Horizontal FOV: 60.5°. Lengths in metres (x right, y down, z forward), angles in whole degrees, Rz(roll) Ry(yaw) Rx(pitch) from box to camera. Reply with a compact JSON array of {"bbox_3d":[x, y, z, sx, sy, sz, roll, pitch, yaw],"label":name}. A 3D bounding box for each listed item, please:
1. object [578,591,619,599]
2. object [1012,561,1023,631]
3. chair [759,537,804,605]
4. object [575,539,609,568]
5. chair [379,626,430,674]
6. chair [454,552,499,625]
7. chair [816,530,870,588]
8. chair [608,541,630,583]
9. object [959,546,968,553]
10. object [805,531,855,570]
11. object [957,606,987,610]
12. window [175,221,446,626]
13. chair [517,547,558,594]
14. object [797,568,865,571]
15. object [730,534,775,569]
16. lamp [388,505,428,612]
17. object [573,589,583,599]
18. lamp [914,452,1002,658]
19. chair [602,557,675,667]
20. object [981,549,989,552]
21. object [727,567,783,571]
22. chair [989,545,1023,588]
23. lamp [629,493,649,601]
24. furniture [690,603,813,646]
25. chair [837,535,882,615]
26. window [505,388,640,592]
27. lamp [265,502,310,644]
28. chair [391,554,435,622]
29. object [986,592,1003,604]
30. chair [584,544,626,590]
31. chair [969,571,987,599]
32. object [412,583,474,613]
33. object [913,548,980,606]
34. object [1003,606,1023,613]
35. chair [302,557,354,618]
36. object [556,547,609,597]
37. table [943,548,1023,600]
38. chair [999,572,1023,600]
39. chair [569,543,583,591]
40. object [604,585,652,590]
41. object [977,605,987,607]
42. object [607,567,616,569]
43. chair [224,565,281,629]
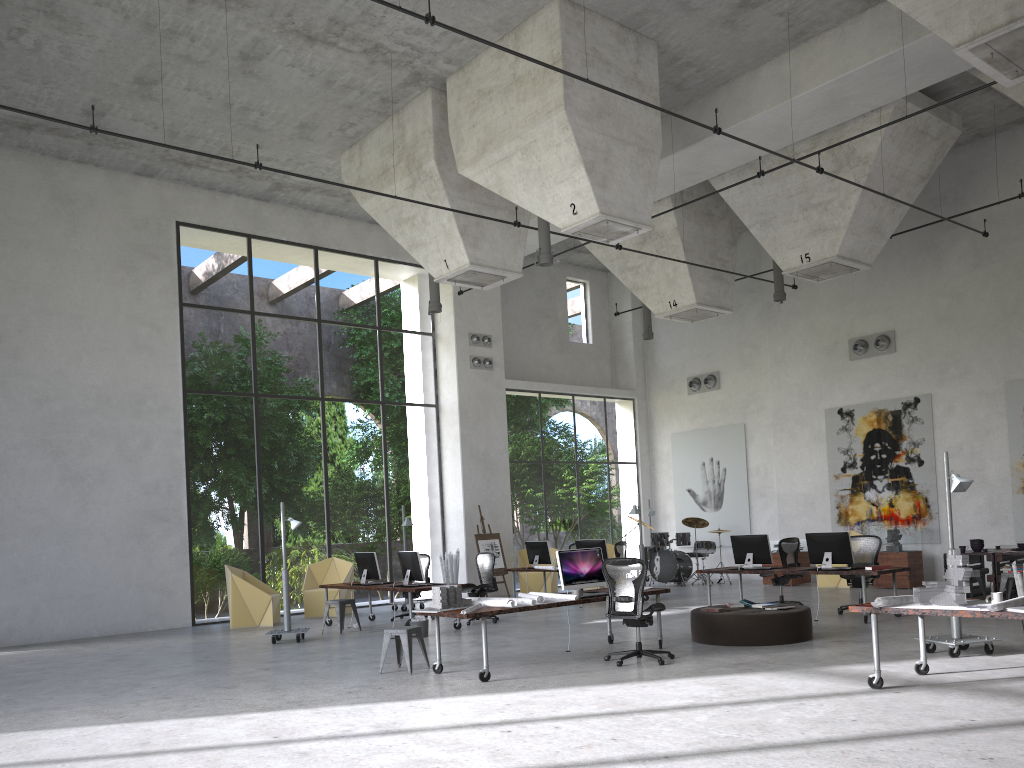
[{"bbox_3d":[0.910,2.536,10.537,0.849,0.008,0.695,4,-12,-38],"label":"object"},{"bbox_3d":[6.218,2.517,10.494,0.319,0.932,0.344,-2,-3,-22],"label":"object"},{"bbox_3d":[4.465,3.158,14.660,0.797,1.178,0.772,-6,-5,34],"label":"chair"},{"bbox_3d":[1.588,3.261,16.888,0.720,0.549,0.377,-9,-7,42],"label":"object"},{"bbox_3d":[-1.234,3.028,10.025,0.421,0.486,0.439,-5,-5,23],"label":"chair"},{"bbox_3d":[-0.578,3.444,14.857,0.775,1.178,0.793,-6,-5,39],"label":"chair"},{"bbox_3d":[6.926,3.667,18.415,0.934,1.162,0.988,1,-6,-41],"label":"chair"},{"bbox_3d":[2.093,3.869,18.266,0.794,1.178,0.775,-4,-4,14],"label":"chair"},{"bbox_3d":[7.440,2.725,14.473,0.130,0.109,0.101,-8,-7,42],"label":"object"},{"bbox_3d":[4.750,2.467,13.023,0.377,0.549,0.722,0,-7,-38],"label":"object"},{"bbox_3d":[3.786,1.836,7.207,0.134,0.008,0.206,2,-10,-27],"label":"object"},{"bbox_3d":[-4.009,0.949,18.752,5.962,7.807,0.067,1,-3,-40],"label":"window"},{"bbox_3d":[0.587,4.323,20.471,0.980,1.162,0.941,-4,-5,9],"label":"chair"},{"bbox_3d":[4.768,2.749,13.017,0.688,0.008,0.858,4,-12,-37],"label":"object"},{"bbox_3d":[3.884,2.684,14.081,0.377,0.549,0.722,0,-7,-38],"label":"object"},{"bbox_3d":[-2.177,3.548,17.936,0.578,2.141,0.600,-1,-3,-40],"label":"lamp"},{"bbox_3d":[0.771,2.429,10.167,0.122,0.099,0.089,-2,-5,-10],"label":"object"},{"bbox_3d":[4.668,1.791,9.327,0.578,2.141,0.600,-2,-2,-15],"label":"lamp"},{"bbox_3d":[1.373,2.531,9.895,0.773,1.178,0.796,-5,-4,24],"label":"chair"},{"bbox_3d":[7.706,2.710,14.304,0.117,0.056,0.138,-9,-10,36],"label":"object"},{"bbox_3d":[3.902,2.966,14.075,0.688,0.008,0.858,4,-12,-37],"label":"object"},{"bbox_3d":[8.913,3.288,15.679,0.698,0.814,0.775,-6,-6,35],"label":"chair"},{"bbox_3d":[2.598,3.257,17.639,0.595,2.141,0.583,-1,-3,-40],"label":"lamp"},{"bbox_3d":[3.065,3.081,11.293,1.509,0.425,1.525,4,-11,-37],"label":"furniture"},{"bbox_3d":[5.379,2.920,13.495,0.773,1.178,0.796,-4,-4,19],"label":"chair"},{"bbox_3d":[1.683,2.684,22.393,4.564,4.865,0.020,1,-4,-39],"label":"window"},{"bbox_3d":[-3.482,2.884,13.489,0.596,2.141,0.582,-3,-2,-7],"label":"lamp"},{"bbox_3d":[-1.786,3.678,15.910,0.772,1.178,0.797,-4,-4,14],"label":"chair"},{"bbox_3d":[4.071,1.808,7.399,0.122,0.099,0.089,-2,-5,-11],"label":"object"},{"bbox_3d":[2.200,4.343,21.086,0.978,1.162,0.944,-1,-5,-20],"label":"chair"},{"bbox_3d":[7.396,3.292,14.288,0.419,0.486,0.442,-3,-5,-5],"label":"chair"},{"bbox_3d":[-0.690,2.329,9.684,0.437,0.303,0.739,-9,-10,40],"label":"object"},{"bbox_3d":[3.728,1.674,7.547,0.361,0.518,0.498,-3,-5,-4],"label":"object"},{"bbox_3d":[4.010,1.762,6.858,0.200,0.023,0.238,-2,-9,-8],"label":"object"},{"bbox_3d":[-3.709,4.086,17.703,0.980,1.162,0.942,-3,-5,6],"label":"chair"},{"bbox_3d":[0.896,2.255,10.547,0.715,0.550,0.380,2,-6,-38],"label":"object"},{"bbox_3d":[8.268,3.130,14.451,1.507,0.790,1.618,3,-10,-39],"label":"table"},{"bbox_3d":[7.773,3.151,13.542,0.437,0.486,0.423,2,-7,-44],"label":"chair"},{"bbox_3d":[1.503,3.957,18.621,0.770,1.178,0.799,-3,-4,-1],"label":"chair"},{"bbox_3d":[1.436,2.525,10.945,0.470,0.085,0.440,4,-11,-36],"label":"object"},{"bbox_3d":[3.911,1.840,7.277,0.127,0.010,0.011,-10,-9,36],"label":"object"},{"bbox_3d":[1.606,3.542,16.882,0.856,0.008,0.690,-11,-12,41],"label":"object"},{"bbox_3d":[-4.831,3.909,16.284,0.933,1.162,0.989,-3,-5,-4],"label":"chair"}]
